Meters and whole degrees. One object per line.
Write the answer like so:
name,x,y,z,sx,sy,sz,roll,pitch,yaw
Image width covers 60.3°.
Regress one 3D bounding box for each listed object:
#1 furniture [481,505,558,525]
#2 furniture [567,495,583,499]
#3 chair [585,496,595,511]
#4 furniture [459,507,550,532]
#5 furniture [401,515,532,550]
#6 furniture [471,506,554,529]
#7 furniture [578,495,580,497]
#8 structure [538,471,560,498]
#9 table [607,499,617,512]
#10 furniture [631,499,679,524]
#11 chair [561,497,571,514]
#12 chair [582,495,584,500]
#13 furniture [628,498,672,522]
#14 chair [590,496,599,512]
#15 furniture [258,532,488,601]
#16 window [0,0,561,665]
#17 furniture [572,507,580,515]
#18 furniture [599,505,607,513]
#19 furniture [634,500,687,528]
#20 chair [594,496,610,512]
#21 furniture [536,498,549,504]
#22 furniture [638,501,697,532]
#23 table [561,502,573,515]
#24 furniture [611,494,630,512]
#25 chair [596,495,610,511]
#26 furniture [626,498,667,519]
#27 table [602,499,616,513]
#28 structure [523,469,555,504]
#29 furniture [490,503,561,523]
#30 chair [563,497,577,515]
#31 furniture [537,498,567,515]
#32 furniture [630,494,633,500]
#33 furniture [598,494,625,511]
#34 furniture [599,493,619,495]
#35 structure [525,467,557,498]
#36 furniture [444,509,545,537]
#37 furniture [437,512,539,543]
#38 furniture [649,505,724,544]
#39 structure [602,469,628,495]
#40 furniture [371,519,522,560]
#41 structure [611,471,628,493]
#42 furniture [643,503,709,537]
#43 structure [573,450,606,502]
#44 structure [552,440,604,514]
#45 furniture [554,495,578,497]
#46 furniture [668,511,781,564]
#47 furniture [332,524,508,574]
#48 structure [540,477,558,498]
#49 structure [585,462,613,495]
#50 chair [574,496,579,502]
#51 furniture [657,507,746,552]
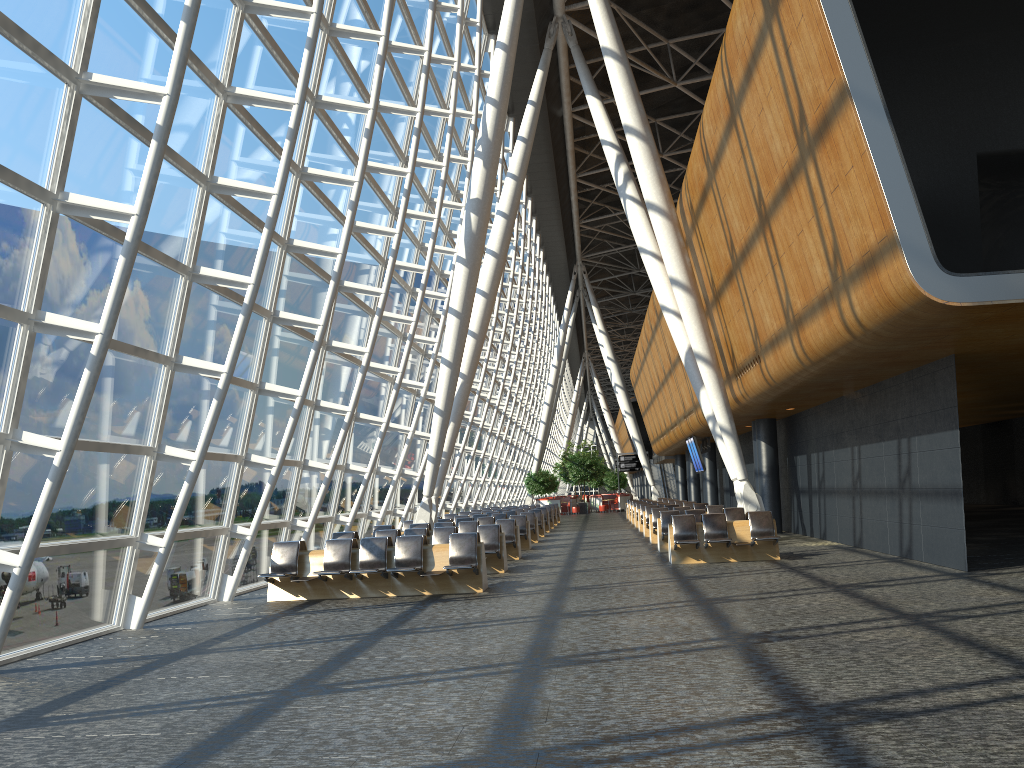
furniture,0.274,5.603,37.239,3.252,0.866,1.669,-4,-6,5
furniture,6.655,13.480,103.297,3.252,0.866,1.669,-4,-6,5
chair,5.182,7.687,56.673,0.664,1.007,0.622,-5,-4,40
furniture,-0.303,4.891,31.267,3.252,0.866,1.669,-4,-6,5
furniture,-1.168,3.823,22.309,3.252,0.866,1.669,-4,-6,5
furniture,-0.014,5.247,34.253,3.252,0.866,1.669,-4,-6,5
furniture,5.501,12.056,91.353,3.252,0.866,1.669,-4,-6,5
structure,2.314,7.192,58.854,1.780,2.843,1.842,-1,-3,-37
table,6.022,7.409,53.740,0.801,0.747,0.801,-5,-5,22
furniture,5.548,4.919,33.953,1.897,0.866,1.669,-4,-6,5
chair,3.215,7.494,54.293,0.625,1.007,0.661,-5,-3,30
chair,5.634,9.529,71.682,0.660,1.007,0.626,-3,-3,-10
furniture,5.836,5.275,36.939,1.897,0.866,1.669,-4,-6,5
chair,5.350,7.533,55.505,0.625,1.007,0.660,-5,-4,40
furniture,-2.033,2.755,13.351,3.252,0.866,1.669,-4,-6,5
window,3.247,4.145,79.957,3.722,13.972,167.153,-3,-7,5
furniture,3.752,7.410,51.628,0.442,0.458,0.445,1,-5,-42
furniture,5.358,7.361,51.909,0.444,0.458,0.444,-4,-4,18
furniture,5.259,4.563,30.967,1.897,0.866,1.669,-4,-6,5
chair,5.434,7.248,53.248,0.660,1.007,0.626,-1,-3,-40
furniture,2.107,7.790,56.202,0.890,1.003,2.840,-4,-6,18
furniture,4.971,4.207,27.981,1.897,0.866,1.669,-4,-6,5
table,3.300,7.320,51.881,0.797,0.747,0.804,-1,-5,-23
furniture,6.667,7.218,53.526,0.890,1.003,2.840,-4,-6,18
chair,5.592,7.377,54.350,0.622,1.007,0.664,-1,-4,-40
furniture,6.124,5.631,39.925,1.897,0.866,1.669,-4,-6,5
table,5.751,7.235,52.230,0.801,0.747,0.801,-5,-5,22
structure,1.626,6.381,51.744,1.730,2.771,1.790,-1,-3,-37
furniture,0.563,5.959,40.225,3.252,0.866,1.669,-4,-6,5
chair,3.442,7.314,52.936,0.663,1.007,0.623,-5,-3,30
furniture,2.338,7.411,53.254,0.887,1.004,2.849,-1,-7,-27
furniture,9.909,10.304,79.110,1.897,0.866,1.669,-4,-6,5
furniture,6.437,7.597,56.475,0.887,1.004,2.849,-1,-7,-27
furniture,7.180,8.948,67.655,2.827,1.005,0.894,3,-7,-42
structure,1.811,6.637,54.644,1.915,2.960,1.875,-2,-3,-21
furniture,-0.591,4.535,28.281,3.252,0.866,1.669,-4,-6,5
furniture,-0.880,4.179,25.295,3.252,0.866,1.669,-4,-6,5
furniture,4.394,3.495,22.009,1.897,0.866,1.669,-4,-6,5
structure,7.356,7.418,62.502,1.730,2.771,1.790,-1,-3,-37
furniture,-1.456,3.467,19.323,3.252,0.866,1.669,-4,-6,5
structure,8.671,8.524,72.829,1.881,2.986,1.946,-1,-3,-37
furniture,4.682,3.851,24.995,1.897,0.866,1.669,-4,-6,5
structure,5.987,7.632,70.733,3.103,4.520,5.754,-5,-5,28
structure,4.021,5.765,54.889,3.092,4.518,5.836,-3,-5,-2
furniture,4.569,9.656,72.257,2.827,1.005,0.894,3,-7,-42
furniture,3.817,2.782,16.038,1.897,0.866,1.669,-4,-6,5
furniture,-1.745,3.111,16.337,3.252,0.866,1.669,-4,-6,5
structure,2.402,7.620,62.177,1.754,2.805,1.814,-1,-3,-37
structure,6.500,7.566,66.138,2.284,3.466,2.223,-4,-3,18
chair,4.162,8.203,60.396,0.663,1.007,0.623,-5,-3,30
furniture,4.106,3.139,19.024,1.897,0.866,1.669,-4,-6,5
